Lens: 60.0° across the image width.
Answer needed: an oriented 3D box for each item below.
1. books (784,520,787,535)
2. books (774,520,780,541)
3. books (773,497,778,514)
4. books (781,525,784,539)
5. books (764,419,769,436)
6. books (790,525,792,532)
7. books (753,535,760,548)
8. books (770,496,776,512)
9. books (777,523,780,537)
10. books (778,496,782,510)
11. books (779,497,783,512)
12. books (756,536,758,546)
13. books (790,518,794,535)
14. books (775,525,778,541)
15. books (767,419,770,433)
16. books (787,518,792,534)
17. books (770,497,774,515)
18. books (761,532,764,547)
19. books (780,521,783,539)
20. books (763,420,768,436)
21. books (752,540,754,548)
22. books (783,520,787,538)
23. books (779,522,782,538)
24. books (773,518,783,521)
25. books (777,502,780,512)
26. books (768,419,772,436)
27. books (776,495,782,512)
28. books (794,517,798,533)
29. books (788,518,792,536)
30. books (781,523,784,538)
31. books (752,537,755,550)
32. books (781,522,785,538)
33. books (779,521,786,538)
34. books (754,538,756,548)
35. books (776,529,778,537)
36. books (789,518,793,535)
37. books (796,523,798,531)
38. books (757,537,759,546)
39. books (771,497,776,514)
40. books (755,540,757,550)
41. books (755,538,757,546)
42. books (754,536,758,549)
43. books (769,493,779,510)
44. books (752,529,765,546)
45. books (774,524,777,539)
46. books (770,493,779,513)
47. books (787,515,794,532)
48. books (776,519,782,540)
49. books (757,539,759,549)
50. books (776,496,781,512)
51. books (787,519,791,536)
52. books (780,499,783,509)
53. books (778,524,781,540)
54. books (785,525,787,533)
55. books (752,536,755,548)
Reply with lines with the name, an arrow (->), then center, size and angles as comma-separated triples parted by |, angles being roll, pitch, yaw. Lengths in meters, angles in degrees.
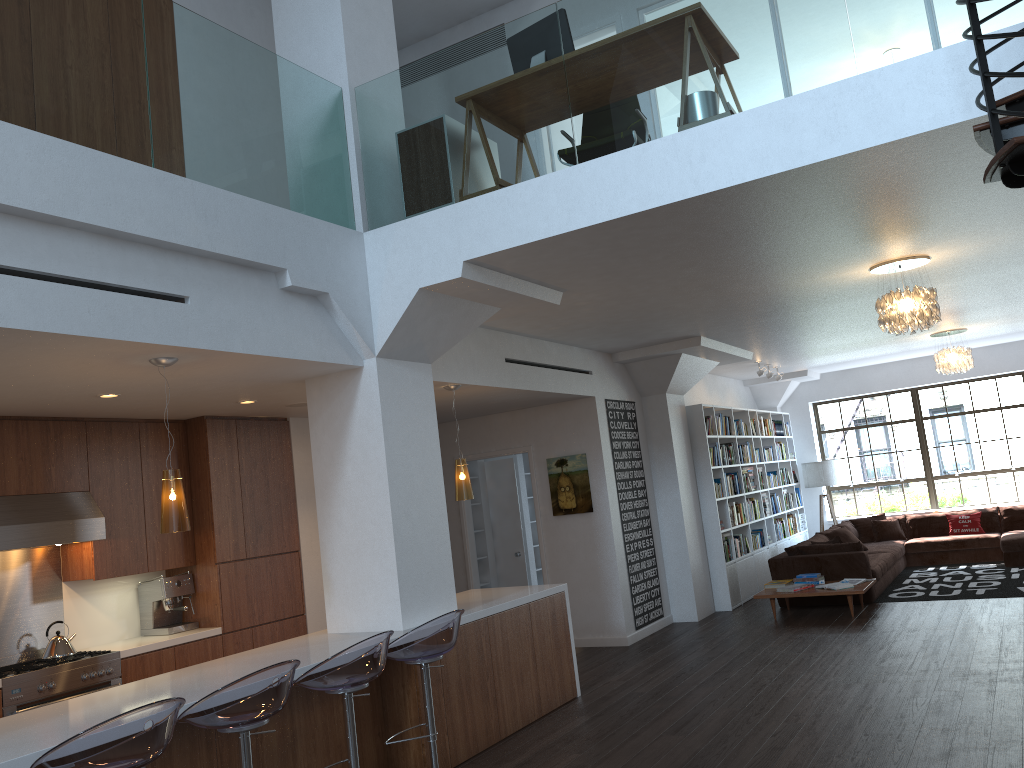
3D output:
books -> 3.965, 2.147, 13.111 | 0.160, 0.250, 0.026 | -11, -8, 29
books -> 3.717, 2.107, 12.709 | 0.198, 0.284, 0.066 | -11, -8, 29
books -> 3.713, 1.751, 12.788 | 0.182, 0.253, 0.098 | -11, -8, 29
books -> 3.844, 2.136, 12.902 | 0.171, 0.246, 0.057 | -11, -8, 29
books -> 3.709, 0.662, 13.179 | 0.183, 0.253, 0.034 | -11, -8, 29
books -> 4.125, 2.172, 13.413 | 0.174, 0.240, 0.048 | -11, -8, 29
books -> 3.225, 2.106, 11.812 | 0.126, 0.173, 0.032 | -11, -8, 29
books -> 3.680, 1.748, 12.752 | 0.182, 0.255, 0.077 | -11, -8, 29
books -> 3.754, 2.124, 12.739 | 0.160, 0.250, 0.026 | -11, -8, 29
books -> 3.878, 1.773, 13.097 | 0.159, 0.248, 0.089 | -11, -8, 29
books -> 3.902, 1.786, 13.117 | 0.161, 0.222, 0.084 | -11, -8, 29
books -> 3.197, 2.106, 11.742 | 0.106, 0.162, 0.032 | -11, -8, 29
books -> 4.168, 2.166, 13.468 | 0.183, 0.253, 0.037 | -11, -8, 29
books -> 3.689, 2.131, 12.626 | 0.161, 0.223, 0.026 | -11, -8, 29
books -> 3.742, 0.665, 13.236 | 0.183, 0.253, 0.034 | -11, -8, 29
books -> 4.109, 2.162, 13.375 | 0.183, 0.253, 0.036 | -11, -8, 29
books -> 3.613, 1.740, 12.627 | 0.182, 0.255, 0.077 | -11, -8, 29
books -> 3.319, 2.102, 11.987 | 0.146, 0.202, 0.027 | -11, -8, 29
books -> 3.823, 2.130, 12.862 | 0.183, 0.253, 0.034 | -11, -8, 29
books -> 3.670, 0.660, 13.106 | 0.171, 0.246, 0.057 | -11, -8, 29
books -> 3.081, 2.080, 11.585 | 0.127, 0.200, 0.020 | -11, -8, 29
books -> 3.940, 2.141, 13.077 | 0.180, 0.259, 0.060 | -11, -8, 29
books -> 3.803, 2.129, 12.835 | 0.183, 0.253, 0.034 | -11, -8, 29
books -> 3.913, 2.123, 13.038 | 0.176, 0.290, 0.036 | -11, -8, 29
books -> 3.813, 1.779, 12.981 | 0.161, 0.222, 0.084 | -11, -8, 29
books -> 3.797, 0.669, 13.324 | 0.183, 0.253, 0.034 | -11, -8, 29
books -> 3.858, 1.769, 13.059 | 0.170, 0.251, 0.118 | -11, -8, 29
books -> 4.317, 2.187, 13.736 | 0.171, 0.246, 0.057 | -11, -8, 29
books -> 4.095, 2.159, 13.342 | 0.183, 0.253, 0.037 | -11, -8, 29
books -> 3.867, 2.150, 12.936 | 0.161, 0.223, 0.027 | -11, -8, 29
books -> 3.099, 2.090, 11.598 | 0.128, 0.178, 0.022 | -11, -8, 29
books -> 3.877, 2.144, 12.971 | 0.174, 0.240, 0.045 | -11, -8, 29
books -> 3.905, 2.138, 13.001 | 0.183, 0.253, 0.034 | -11, -8, 29
books -> 3.147, 2.098, 11.677 | 0.109, 0.171, 0.018 | -11, -8, 29
books -> 3.694, 2.130, 12.660 | 0.168, 0.231, 0.037 | -11, -8, 29
books -> 4.150, 2.167, 13.442 | 0.160, 0.250, 0.027 | -11, -8, 29
books -> 4.340, 2.201, 13.771 | 0.161, 0.223, 0.027 | -11, -8, 29
books -> 3.211, 2.106, 11.787 | 0.122, 0.169, 0.023 | -11, -8, 29
books -> 3.666, 1.751, 12.714 | 0.174, 0.243, 0.085 | -11, -8, 29
books -> 3.162, 2.107, 11.688 | 0.110, 0.153, 0.019 | -11, -8, 29
books -> 3.169, 2.109, 11.705 | 0.110, 0.153, 0.018 | -11, -8, 29
books -> 3.178, 2.103, 11.723 | 0.120, 0.167, 0.020 | -11, -8, 29
books -> 3.783, 1.742, 12.940 | 0.176, 0.293, 0.125 | -11, -8, 29
books -> 3.357, 2.093, 12.064 | 0.140, 0.231, 0.042 | -11, -8, 29
books -> 3.661, 2.122, 12.602 | 0.174, 0.240, 0.045 | -11, -8, 29
books -> 3.748, 1.740, 12.888 | 0.197, 0.290, 0.136 | -11, -8, 29
books -> 4.181, 2.158, 13.529 | 0.198, 0.284, 0.066 | -11, -8, 29
books -> 3.779, 2.109, 12.801 | 0.176, 0.290, 0.053 | -11, -8, 29
books -> 3.208, 2.105, 11.764 | 0.107, 0.167, 0.017 | -11, -8, 29
books -> 3.835, 1.769, 13.010 | 0.174, 0.242, 0.105 | -11, -8, 29
books -> 4.074, 2.158, 13.314 | 0.183, 0.253, 0.036 | -11, -8, 29
books -> 3.918, 1.791, 13.148 | 0.161, 0.218, 0.101 | -11, -8, 29
books -> 3.771, 2.138, 12.758 | 0.161, 0.223, 0.026 | -11, -8, 29
books -> 3.978, 2.162, 13.132 | 0.161, 0.223, 0.027 | -11, -8, 29
books -> 3.108, 2.092, 11.617 | 0.128, 0.178, 0.021 | -11, -8, 29
